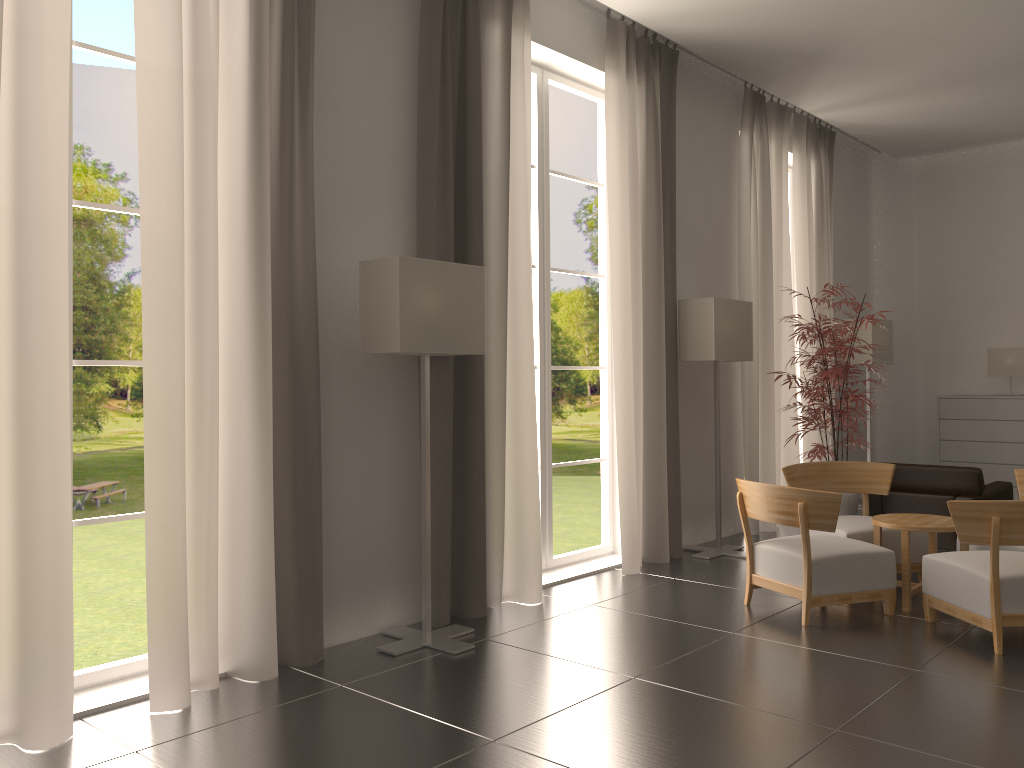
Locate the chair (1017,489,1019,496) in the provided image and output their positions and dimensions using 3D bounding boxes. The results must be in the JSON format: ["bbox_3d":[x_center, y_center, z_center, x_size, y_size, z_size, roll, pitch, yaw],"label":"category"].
[{"bbox_3d":[6.879,1.549,10.435,1.537,1.076,1.499,-1,0,42],"label":"chair"}]

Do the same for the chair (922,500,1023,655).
[{"bbox_3d":[4.209,1.512,7.451,1.452,1.227,1.150,0,0,-3],"label":"chair"}]

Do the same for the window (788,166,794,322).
[{"bbox_3d":[3.863,-0.795,14.055,0.110,5.752,2.643,-1,-1,42],"label":"window"}]

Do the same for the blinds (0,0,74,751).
[{"bbox_3d":[-3.339,-1.022,5.118,1.549,6.434,0.414,0,-1,-44],"label":"blinds"}]

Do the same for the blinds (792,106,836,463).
[{"bbox_3d":[4.872,-1.114,14.275,0.417,6.434,1.549,-1,-1,38],"label":"blinds"}]

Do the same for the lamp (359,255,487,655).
[{"bbox_3d":[-0.729,0.576,7.487,0.908,3.180,1.000,-1,-1,42],"label":"lamp"}]

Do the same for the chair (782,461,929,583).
[{"bbox_3d":[3.786,1.510,9.755,1.452,1.227,1.150,0,0,-13],"label":"chair"}]

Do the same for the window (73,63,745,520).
[{"bbox_3d":[15.056,-3.458,9.938,99.104,20.587,48.622,0,0,42],"label":"window"}]

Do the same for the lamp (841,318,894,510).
[{"bbox_3d":[6.063,0.500,15.064,0.908,3.180,1.000,-1,-1,42],"label":"lamp"}]

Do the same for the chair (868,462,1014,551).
[{"bbox_3d":[5.549,1.557,11.628,1.537,1.076,1.499,-1,0,42],"label":"chair"}]

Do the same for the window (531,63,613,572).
[{"bbox_3d":[0.334,-0.756,10.119,0.110,5.752,2.643,-1,-1,42],"label":"window"}]

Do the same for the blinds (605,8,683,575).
[{"bbox_3d":[1.583,-1.077,10.606,0.417,6.434,1.549,-1,-1,38],"label":"blinds"}]

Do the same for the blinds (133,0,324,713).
[{"bbox_3d":[-2.049,-1.037,6.555,0.417,6.434,1.549,-1,-1,38],"label":"blinds"}]

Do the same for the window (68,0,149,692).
[{"bbox_3d":[-3.195,-0.717,6.183,0.110,5.752,2.643,-1,-1,42],"label":"window"}]

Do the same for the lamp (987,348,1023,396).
[{"bbox_3d":[8.359,-0.202,14.873,0.619,0.796,0.309,-1,-1,42],"label":"lamp"}]

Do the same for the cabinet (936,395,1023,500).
[{"bbox_3d":[8.673,1.132,14.335,3.080,1.877,1.040,-1,-1,42],"label":"cabinet"}]

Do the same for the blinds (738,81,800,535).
[{"bbox_3d":[3.741,-1.101,13.015,1.549,6.434,0.414,0,-1,-44],"label":"blinds"}]

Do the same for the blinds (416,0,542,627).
[{"bbox_3d":[-0.309,-1.056,8.498,1.549,6.434,0.414,0,-1,-44],"label":"blinds"}]

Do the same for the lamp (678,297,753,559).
[{"bbox_3d":[2.593,0.539,11.193,0.908,3.180,1.000,-1,-1,42],"label":"lamp"}]

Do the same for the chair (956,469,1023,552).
[{"bbox_3d":[5.242,1.500,8.809,1.151,1.227,1.451,0,0,-8],"label":"chair"}]

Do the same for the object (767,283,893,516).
[{"bbox_3d":[4.016,0.423,11.252,1.489,3.399,1.770,-1,-1,27],"label":"object"}]

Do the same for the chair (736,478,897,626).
[{"bbox_3d":[2.829,1.521,8.398,1.151,1.227,1.451,0,0,-23],"label":"chair"}]

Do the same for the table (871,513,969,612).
[{"bbox_3d":[3.962,1.723,8.605,0.870,0.803,0.869,0,0,-26],"label":"table"}]
